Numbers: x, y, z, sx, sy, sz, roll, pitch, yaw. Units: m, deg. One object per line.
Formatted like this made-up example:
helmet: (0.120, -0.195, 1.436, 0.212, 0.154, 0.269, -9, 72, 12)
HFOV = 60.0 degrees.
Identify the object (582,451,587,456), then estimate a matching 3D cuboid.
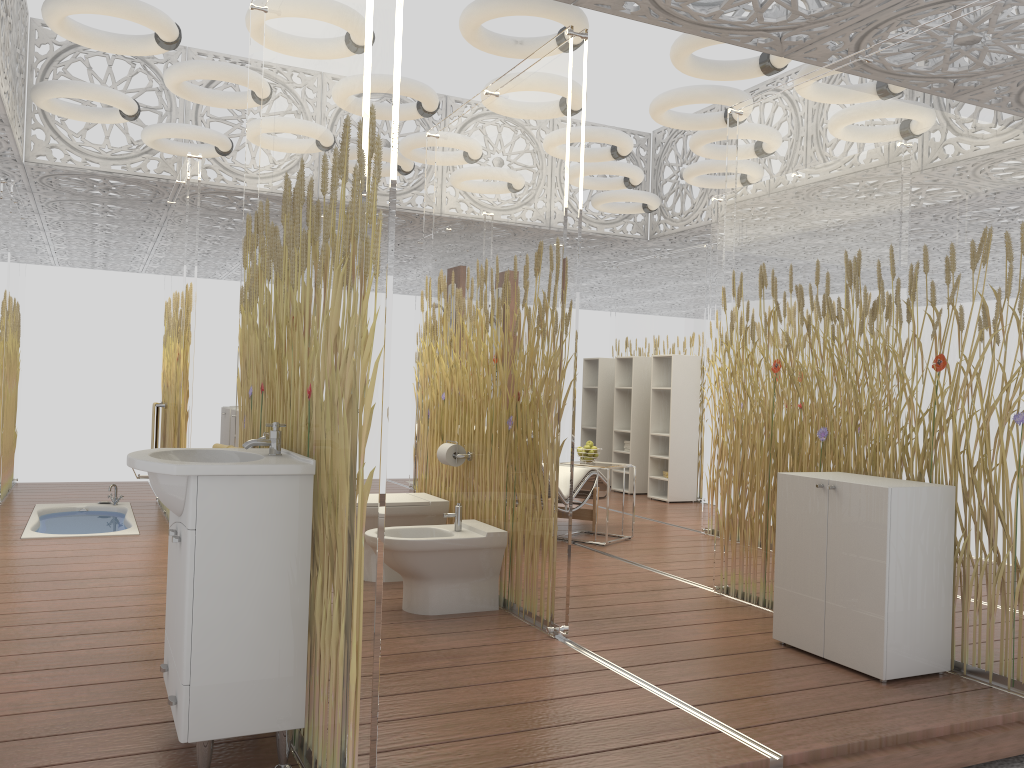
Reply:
object: (0.516, 0.494, 6.313, 0.040, 0.040, 0.039, 2, -1, -34)

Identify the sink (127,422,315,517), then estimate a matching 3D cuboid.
sink: (-0.848, 0.237, 2.519, 0.454, 0.263, 0.603, 2, -1, -25)

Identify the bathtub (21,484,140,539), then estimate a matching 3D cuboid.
bathtub: (-3.182, 1.104, 6.566, 0.700, 0.582, 1.700, 2, -1, -25)

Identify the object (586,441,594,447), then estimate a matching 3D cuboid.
object: (0.557, 0.434, 6.362, 0.055, 0.056, 0.055, 2, -1, -25)

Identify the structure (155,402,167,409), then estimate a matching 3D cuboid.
structure: (-2.845, 0.169, 7.158, 0.078, 0.047, 0.442, 2, -1, -25)

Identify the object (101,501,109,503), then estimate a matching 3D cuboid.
object: (-3.374, 0.978, 7.352, 0.066, 0.016, 0.035, 2, -1, -16)

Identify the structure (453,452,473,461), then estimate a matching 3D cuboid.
structure: (-0.285, 0.373, 4.656, 0.080, 0.047, 0.215, 2, -1, -25)

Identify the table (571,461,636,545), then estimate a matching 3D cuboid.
table: (0.602, 0.840, 6.374, 0.420, 0.535, 0.420, 1, -1, 35)

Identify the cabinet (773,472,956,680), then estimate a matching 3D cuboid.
cabinet: (1.416, 0.743, 3.617, 0.358, 0.712, 0.595, 2, -1, -25)

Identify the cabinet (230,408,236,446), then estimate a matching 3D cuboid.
cabinet: (-2.341, 0.638, 8.390, 0.549, 0.782, 0.643, 2, -1, -25)

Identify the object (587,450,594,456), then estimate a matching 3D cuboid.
object: (0.560, 0.492, 6.307, 0.047, 0.045, 0.047, 2, -1, -21)

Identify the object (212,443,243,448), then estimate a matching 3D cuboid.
object: (-1.007, 0.428, 3.131, 0.042, 0.427, 0.295, 2, -1, -35)

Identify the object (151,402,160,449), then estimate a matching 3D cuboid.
object: (-2.878, 0.476, 7.142, 0.042, 0.656, 0.283, 2, -1, -25)

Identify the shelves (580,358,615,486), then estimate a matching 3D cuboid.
shelves: (1.043, 0.434, 10.282, 0.344, 1.460, 0.366, 2, -1, -25)

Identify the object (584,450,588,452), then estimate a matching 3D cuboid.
object: (0.532, 0.470, 6.344, 0.040, 0.038, 0.040, 1, -1, 36)

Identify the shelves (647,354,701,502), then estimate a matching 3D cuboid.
shelves: (1.646, 0.440, 9.010, 0.344, 1.460, 0.366, 2, -1, -25)

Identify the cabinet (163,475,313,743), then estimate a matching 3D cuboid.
cabinet: (-0.800, 0.566, 2.546, 0.316, 0.678, 0.580, 2, -1, -25)

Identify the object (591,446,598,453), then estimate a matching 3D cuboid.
object: (0.588, 0.471, 6.342, 0.050, 0.054, 0.055, 1, -1, 34)

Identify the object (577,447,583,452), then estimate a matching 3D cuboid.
object: (0.490, 0.475, 6.394, 0.047, 0.048, 0.047, 2, -1, 27)

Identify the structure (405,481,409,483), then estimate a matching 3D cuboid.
structure: (-0.601, 1.140, 9.781, 0.879, 0.039, 1.053, 2, -1, -25)

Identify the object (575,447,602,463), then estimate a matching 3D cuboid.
object: (0.546, 0.513, 6.364, 0.206, 0.105, 0.206, 2, -1, 20)

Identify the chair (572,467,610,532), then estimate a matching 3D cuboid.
chair: (0.177, 0.702, 6.460, 0.635, 0.811, 1.787, 2, -1, 25)

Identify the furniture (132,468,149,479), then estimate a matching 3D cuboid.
furniture: (-2.641, 0.630, 6.418, 0.178, 0.014, 0.977, 2, -1, -25)

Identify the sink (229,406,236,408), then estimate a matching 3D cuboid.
sink: (-2.622, 0.268, 9.052, 0.499, 0.266, 0.573, 2, -1, -28)

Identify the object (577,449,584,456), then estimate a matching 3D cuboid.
object: (0.497, 0.492, 6.351, 0.058, 0.058, 0.058, 2, -1, 32)

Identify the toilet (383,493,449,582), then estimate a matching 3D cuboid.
toilet: (-0.711, 0.845, 4.882, 0.611, 0.437, 0.401, 2, -1, -25)

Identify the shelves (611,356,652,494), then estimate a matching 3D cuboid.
shelves: (1.344, 0.437, 9.646, 0.344, 1.460, 0.366, 2, -1, -25)

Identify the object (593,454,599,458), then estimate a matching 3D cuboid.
object: (0.598, 0.513, 6.356, 0.045, 0.042, 0.045, 2, -1, -31)

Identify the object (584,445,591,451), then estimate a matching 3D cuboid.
object: (0.535, 0.457, 6.305, 0.047, 0.045, 0.047, 2, -1, -25)

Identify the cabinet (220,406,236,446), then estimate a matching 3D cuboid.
cabinet: (-2.649, 0.635, 9.040, 0.549, 0.782, 0.643, 2, -1, -25)

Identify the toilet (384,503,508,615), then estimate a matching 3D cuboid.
toilet: (-0.386, 0.820, 4.199, 0.611, 0.506, 0.401, 2, -1, -25)

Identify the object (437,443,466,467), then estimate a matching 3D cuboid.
object: (-0.318, 0.371, 4.661, 0.115, 0.115, 0.131, 2, -1, -25)

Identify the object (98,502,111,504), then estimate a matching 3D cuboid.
object: (-3.375, 0.985, 7.353, 0.108, 0.011, 0.065, 2, -1, -16)

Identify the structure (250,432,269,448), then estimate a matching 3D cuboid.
structure: (-0.949, 0.250, 3.095, 0.115, 0.183, 0.405, 2, -1, -27)
